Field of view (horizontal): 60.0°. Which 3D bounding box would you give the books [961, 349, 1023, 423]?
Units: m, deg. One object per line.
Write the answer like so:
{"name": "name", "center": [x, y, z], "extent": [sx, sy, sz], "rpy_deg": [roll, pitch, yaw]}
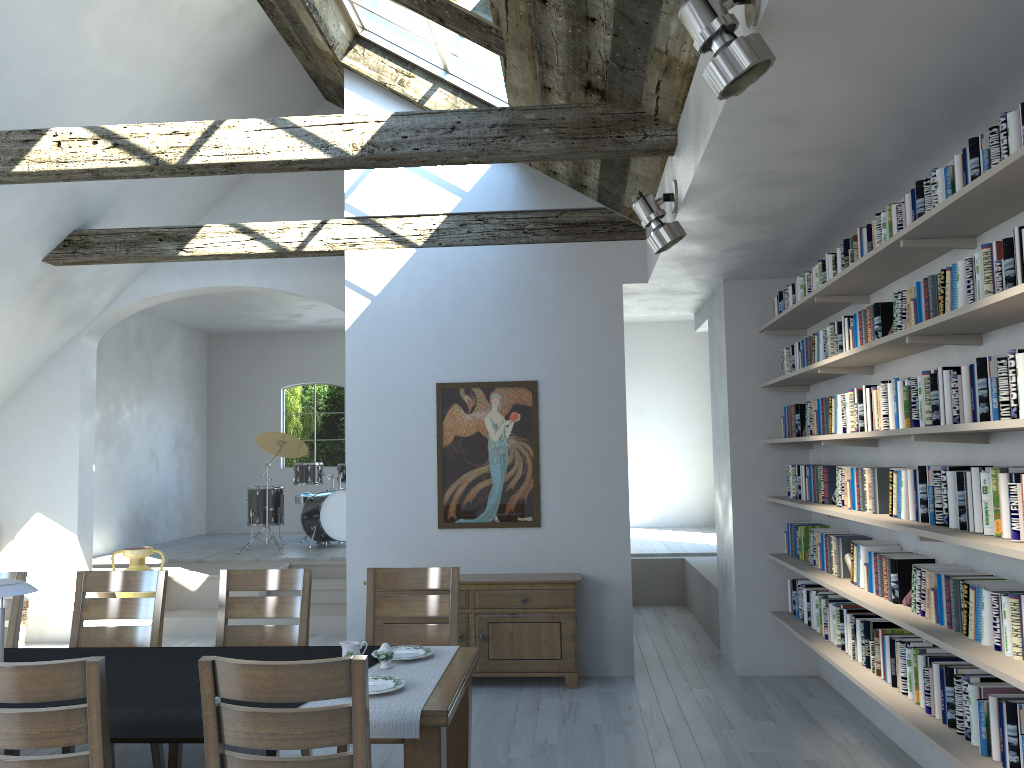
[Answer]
{"name": "books", "center": [1.680, -0.086, 1.839], "extent": [0.242, 0.237, 2.981], "rpy_deg": [-1, -5, 4]}

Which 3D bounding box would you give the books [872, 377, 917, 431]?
{"name": "books", "center": [1.835, 0.095, 4.066], "extent": [0.242, 0.237, 0.494], "rpy_deg": [-1, -5, 4]}

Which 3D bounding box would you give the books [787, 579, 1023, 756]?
{"name": "books", "center": [1.906, 1.331, 4.656], "extent": [0.242, 0.237, 2.981], "rpy_deg": [-1, -5, 4]}

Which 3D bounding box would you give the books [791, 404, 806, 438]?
{"name": "books", "center": [1.944, 0.237, 5.731], "extent": [0.189, 0.224, 0.345], "rpy_deg": [-1, -5, 4]}

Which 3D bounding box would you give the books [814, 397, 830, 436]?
{"name": "books", "center": [1.909, 0.193, 5.207], "extent": [0.209, 0.220, 0.278], "rpy_deg": [-1, -5, 2]}

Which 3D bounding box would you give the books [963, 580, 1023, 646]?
{"name": "books", "center": [1.792, 0.848, 3.256], "extent": [0.189, 0.228, 0.249], "rpy_deg": [-1, -5, 4]}

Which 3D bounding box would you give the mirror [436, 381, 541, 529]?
{"name": "mirror", "center": [-0.173, 0.506, 6.369], "extent": [0.736, 1.047, 0.009], "rpy_deg": [-1, -5, 4]}

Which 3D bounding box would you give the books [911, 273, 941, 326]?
{"name": "books", "center": [1.792, -0.324, 3.660], "extent": [0.209, 0.220, 0.278], "rpy_deg": [-1, -5, 2]}

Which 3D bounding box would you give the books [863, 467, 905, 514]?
{"name": "books", "center": [1.860, 0.525, 4.386], "extent": [0.189, 0.220, 0.156], "rpy_deg": [-1, -5, 4]}

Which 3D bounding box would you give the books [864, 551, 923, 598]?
{"name": "books", "center": [1.871, 0.938, 4.358], "extent": [0.209, 0.220, 0.278], "rpy_deg": [-1, -5, 2]}

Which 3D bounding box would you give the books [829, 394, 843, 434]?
{"name": "books", "center": [1.888, 0.170, 4.938], "extent": [0.189, 0.228, 0.249], "rpy_deg": [-1, -5, 4]}

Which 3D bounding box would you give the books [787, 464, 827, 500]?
{"name": "books", "center": [1.964, 0.643, 5.833], "extent": [0.214, 0.220, 0.490], "rpy_deg": [-1, -5, 4]}

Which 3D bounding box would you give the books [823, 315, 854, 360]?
{"name": "books", "center": [1.877, -0.235, 4.878], "extent": [0.214, 0.237, 0.490], "rpy_deg": [-1, -5, 4]}

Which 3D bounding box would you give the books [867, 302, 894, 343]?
{"name": "books", "center": [1.826, -0.280, 4.184], "extent": [0.189, 0.224, 0.345], "rpy_deg": [-1, -5, 4]}

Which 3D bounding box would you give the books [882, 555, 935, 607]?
{"name": "books", "center": [1.847, 0.914, 4.049], "extent": [0.189, 0.224, 0.345], "rpy_deg": [-1, -5, 4]}

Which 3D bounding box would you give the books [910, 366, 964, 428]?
{"name": "books", "center": [1.800, 0.055, 3.572], "extent": [0.242, 0.237, 0.494], "rpy_deg": [-1, -5, 4]}

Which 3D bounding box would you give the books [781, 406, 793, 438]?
{"name": "books", "center": [1.967, 0.261, 6.041], "extent": [0.209, 0.220, 0.278], "rpy_deg": [-1, -5, 2]}

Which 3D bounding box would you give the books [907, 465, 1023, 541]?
{"name": "books", "center": [1.729, 0.354, 2.404], "extent": [0.242, 0.237, 2.981], "rpy_deg": [-1, -5, 4]}

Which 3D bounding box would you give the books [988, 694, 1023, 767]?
{"name": "books", "center": [1.699, 1.091, 1.685], "extent": [0.242, 0.237, 2.981], "rpy_deg": [-1, -5, 4]}

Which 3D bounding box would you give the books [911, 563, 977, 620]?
{"name": "books", "center": [1.828, 0.889, 3.768], "extent": [0.189, 0.228, 0.249], "rpy_deg": [-1, -5, 4]}

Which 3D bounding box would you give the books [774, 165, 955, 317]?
{"name": "books", "center": [1.867, -0.635, 4.826], "extent": [0.242, 0.237, 2.981], "rpy_deg": [-1, -5, 4]}

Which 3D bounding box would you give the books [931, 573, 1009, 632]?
{"name": "books", "center": [1.813, 0.871, 3.524], "extent": [0.209, 0.220, 0.278], "rpy_deg": [-1, -5, 2]}

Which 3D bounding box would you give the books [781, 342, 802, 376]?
{"name": "books", "center": [1.948, -0.145, 5.905], "extent": [0.214, 0.220, 0.490], "rpy_deg": [-1, -5, 4]}

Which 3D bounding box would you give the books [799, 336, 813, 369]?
{"name": "books", "center": [1.921, -0.177, 5.520], "extent": [0.209, 0.220, 0.278], "rpy_deg": [-1, -5, 2]}

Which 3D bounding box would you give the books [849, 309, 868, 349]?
{"name": "books", "center": [1.850, -0.257, 4.494], "extent": [0.209, 0.220, 0.278], "rpy_deg": [-1, -5, 2]}

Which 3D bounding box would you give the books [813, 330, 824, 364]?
{"name": "books", "center": [1.900, -0.200, 5.252], "extent": [0.189, 0.228, 0.249], "rpy_deg": [-1, -5, 4]}

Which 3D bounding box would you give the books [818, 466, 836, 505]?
{"name": "books", "center": [1.912, 0.587, 5.126], "extent": [0.189, 0.224, 0.345], "rpy_deg": [-1, -5, 4]}

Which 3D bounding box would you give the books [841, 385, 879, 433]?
{"name": "books", "center": [1.865, 0.135, 4.565], "extent": [0.214, 0.237, 0.490], "rpy_deg": [-1, -5, 4]}

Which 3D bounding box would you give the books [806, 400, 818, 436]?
{"name": "books", "center": [1.924, 0.212, 5.451], "extent": [0.189, 0.228, 0.249], "rpy_deg": [-1, -5, 4]}

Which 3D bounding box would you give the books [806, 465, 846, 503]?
{"name": "books", "center": [1.935, 0.611, 5.435], "extent": [0.209, 0.220, 0.278], "rpy_deg": [-1, -5, 2]}

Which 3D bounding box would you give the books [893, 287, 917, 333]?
{"name": "books", "center": [1.806, -0.306, 3.903], "extent": [0.189, 0.228, 0.249], "rpy_deg": [-1, -5, 4]}

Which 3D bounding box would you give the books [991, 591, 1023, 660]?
{"name": "books", "center": [1.769, 0.813, 2.882], "extent": [0.214, 0.237, 0.490], "rpy_deg": [-1, -5, 4]}

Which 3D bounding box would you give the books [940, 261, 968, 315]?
{"name": "books", "center": [1.771, -0.347, 3.391], "extent": [0.189, 0.228, 0.249], "rpy_deg": [-1, -5, 4]}

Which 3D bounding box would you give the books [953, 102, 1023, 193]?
{"name": "books", "center": [1.661, -0.876, 1.856], "extent": [0.242, 0.237, 2.981], "rpy_deg": [-1, -5, 4]}

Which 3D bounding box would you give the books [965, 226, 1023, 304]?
{"name": "books", "center": [1.717, -0.422, 2.520], "extent": [0.242, 0.237, 1.489], "rpy_deg": [-1, -5, 4]}
